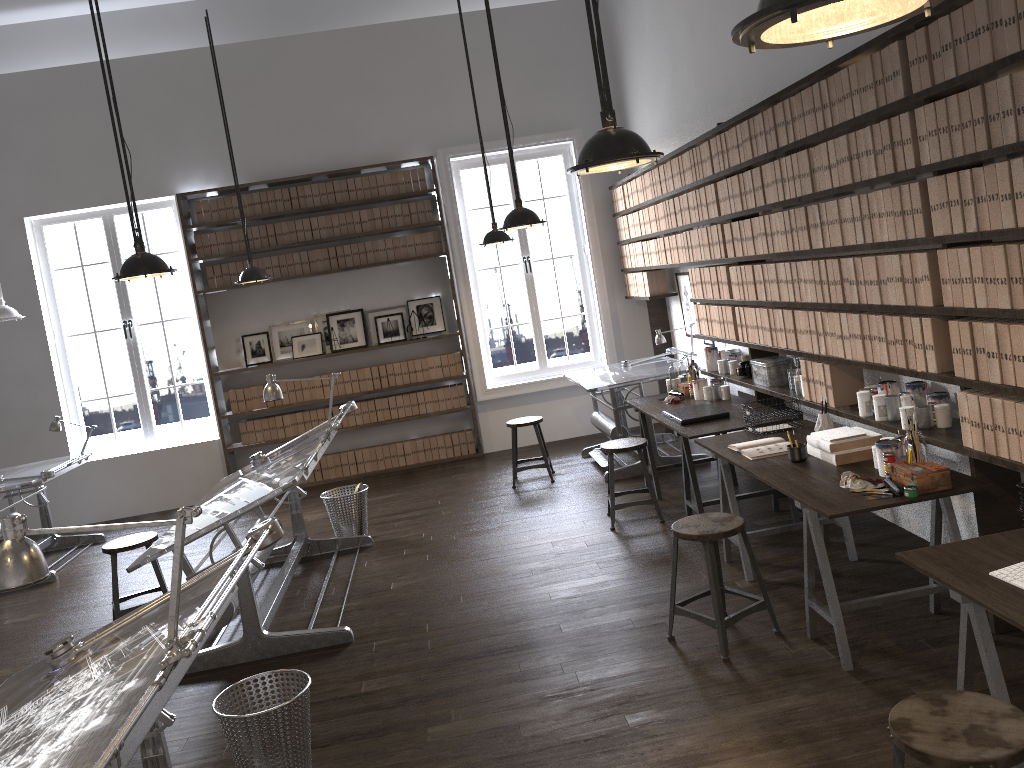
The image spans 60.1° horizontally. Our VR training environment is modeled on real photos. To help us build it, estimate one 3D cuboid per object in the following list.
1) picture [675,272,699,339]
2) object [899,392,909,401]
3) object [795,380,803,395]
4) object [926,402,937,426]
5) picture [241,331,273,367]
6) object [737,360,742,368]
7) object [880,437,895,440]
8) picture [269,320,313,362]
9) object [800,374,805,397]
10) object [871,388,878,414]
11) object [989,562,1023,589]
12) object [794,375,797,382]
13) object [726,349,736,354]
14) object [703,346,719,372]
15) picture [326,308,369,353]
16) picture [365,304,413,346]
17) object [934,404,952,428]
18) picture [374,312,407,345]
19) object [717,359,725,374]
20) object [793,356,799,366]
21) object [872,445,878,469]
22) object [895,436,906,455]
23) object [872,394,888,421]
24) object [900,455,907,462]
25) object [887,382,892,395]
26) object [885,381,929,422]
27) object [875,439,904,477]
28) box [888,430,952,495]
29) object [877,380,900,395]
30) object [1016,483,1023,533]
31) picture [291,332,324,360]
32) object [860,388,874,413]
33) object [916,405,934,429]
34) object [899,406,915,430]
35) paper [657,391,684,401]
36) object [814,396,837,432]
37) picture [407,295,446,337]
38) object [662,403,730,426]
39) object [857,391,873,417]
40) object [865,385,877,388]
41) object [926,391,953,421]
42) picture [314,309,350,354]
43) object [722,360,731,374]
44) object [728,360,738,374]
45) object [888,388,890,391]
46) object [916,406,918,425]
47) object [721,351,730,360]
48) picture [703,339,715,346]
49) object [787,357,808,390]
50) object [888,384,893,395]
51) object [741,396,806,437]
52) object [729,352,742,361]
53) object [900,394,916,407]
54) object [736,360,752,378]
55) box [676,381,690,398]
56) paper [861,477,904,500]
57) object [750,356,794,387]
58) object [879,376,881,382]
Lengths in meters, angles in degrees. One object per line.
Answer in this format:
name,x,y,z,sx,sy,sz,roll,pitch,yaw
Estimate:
picture,1.522,-0.681,7.638,0.040,0.572,0.416,-9,5,-4
object,1.801,0.101,4.051,0.045,0.127,0.044,-8,4,13
object,1.711,0.008,5.056,0.181,0.093,0.062,-8,5,9
object,1.830,0.131,3.852,0.045,0.102,0.044,-10,5,-13
picture,-2.538,-0.348,8.825,0.267,0.314,0.058,-10,4,-5
object,1.620,-0.124,6.306,0.053,0.080,0.054,-7,5,23
object,1.660,0.285,3.902,0.061,0.094,0.062,-6,6,36
picture,-2.192,-0.430,8.835,0.416,0.364,0.083,-10,4,-5
object,1.677,0.006,4.980,0.094,0.127,0.095,-9,5,2
object,1.753,0.084,4.251,0.044,0.127,0.045,-9,4,-4
object,1.466,0.553,2.344,0.119,0.017,0.440,-10,7,-9
object,1.633,0.002,5.075,0.004,0.102,0.035,-10,4,-9
object,1.625,-0.187,6.539,0.071,0.128,0.071,-5,6,42
object,1.485,-0.187,6.577,0.107,0.176,0.107,-9,5,-3
picture,-1.644,-0.531,8.833,0.373,0.390,0.149,-10,4,-5
picture,-1.239,-0.589,8.919,0.434,0.360,0.095,-10,4,-5
object,1.846,0.136,3.791,0.061,0.095,0.062,-7,5,27
picture,-1.218,-0.553,8.882,0.290,0.289,0.127,-10,4,-5
object,1.513,-0.125,6.368,0.062,0.094,0.062,-11,5,-19
object,1.752,-0.081,5.362,0.079,0.187,0.079,-11,5,-26
object,1.579,0.312,3.793,0.061,0.094,0.062,-4,7,45
object,1.675,0.290,3.739,0.094,0.127,0.095,-10,5,-8
object,1.709,0.110,4.102,0.062,0.119,0.062,-13,6,-36
object,1.611,0.338,3.594,0.059,0.088,0.060,-9,5,0
object,1.768,0.074,4.114,0.029,0.168,0.004,-8,4,17
object,1.810,0.082,4.063,0.205,0.161,0.094,-9,5,-3
object,1.574,0.307,3.681,0.104,0.141,0.105,-9,5,3
box,1.576,0.296,3.447,0.137,0.206,0.212,-10,5,-4
object,1.787,0.070,4.191,0.094,0.161,0.095,-10,5,-8
object,1.730,0.391,2.707,0.204,0.160,0.285,-10,6,-12
picture,-2.028,-0.378,8.777,0.300,0.228,0.145,-10,5,-5
object,1.730,0.082,4.304,0.063,0.117,0.063,-6,6,36
object,1.782,0.143,3.821,0.062,0.094,0.063,-7,5,27
object,1.726,0.148,3.856,0.061,0.095,0.062,-7,5,27
paper,1.152,0.088,6.433,0.138,0.038,0.155,-11,7,-19
object,1.586,0.170,4.504,0.101,0.208,0.102,-5,6,40
picture,-0.863,-0.685,8.921,0.343,0.363,0.161,-10,4,-5
object,1.161,0.190,5.619,0.312,0.033,0.447,-10,7,-5
object,1.692,0.095,4.245,0.061,0.119,0.062,-5,7,45
object,1.773,0.069,4.354,0.061,0.119,0.062,-6,6,36
object,1.880,0.105,3.896,0.095,0.129,0.094,-11,5,-17
picture,-1.773,-0.522,8.874,0.369,0.404,0.091,-10,4,-5
object,1.534,-0.120,6.301,0.063,0.093,0.062,-11,5,-19
object,1.562,-0.117,6.240,0.062,0.094,0.062,-11,5,-19
object,1.781,0.080,4.127,0.035,0.129,0.004,-8,4,20
object,1.798,0.141,3.905,0.054,0.081,0.054,-10,5,-14
object,1.570,-0.172,6.482,0.070,0.130,0.070,-6,6,33
picture,1.608,-0.407,7.250,0.023,0.183,0.252,-9,6,-4
object,1.681,-0.100,5.211,0.157,0.271,0.181,-11,5,-20
object,1.774,0.073,4.107,0.036,0.148,0.005,-8,4,18
object,1.432,0.175,4.863,0.284,0.160,0.204,-10,6,-5
object,1.619,-0.158,6.390,0.094,0.127,0.095,-7,6,26
object,1.788,0.111,3.990,0.062,0.119,0.062,-13,6,-36
object,1.569,-0.100,6.022,0.091,0.108,0.171,-10,6,-5
box,1.297,0.035,6.460,0.137,0.083,0.212,-10,7,-5
paper,1.437,0.407,3.456,0.137,0.038,0.156,-8,7,10
object,1.645,-0.080,5.588,0.193,0.152,0.318,-10,6,-5
object,1.799,0.047,4.291,0.009,0.168,0.041,-9,4,-1
